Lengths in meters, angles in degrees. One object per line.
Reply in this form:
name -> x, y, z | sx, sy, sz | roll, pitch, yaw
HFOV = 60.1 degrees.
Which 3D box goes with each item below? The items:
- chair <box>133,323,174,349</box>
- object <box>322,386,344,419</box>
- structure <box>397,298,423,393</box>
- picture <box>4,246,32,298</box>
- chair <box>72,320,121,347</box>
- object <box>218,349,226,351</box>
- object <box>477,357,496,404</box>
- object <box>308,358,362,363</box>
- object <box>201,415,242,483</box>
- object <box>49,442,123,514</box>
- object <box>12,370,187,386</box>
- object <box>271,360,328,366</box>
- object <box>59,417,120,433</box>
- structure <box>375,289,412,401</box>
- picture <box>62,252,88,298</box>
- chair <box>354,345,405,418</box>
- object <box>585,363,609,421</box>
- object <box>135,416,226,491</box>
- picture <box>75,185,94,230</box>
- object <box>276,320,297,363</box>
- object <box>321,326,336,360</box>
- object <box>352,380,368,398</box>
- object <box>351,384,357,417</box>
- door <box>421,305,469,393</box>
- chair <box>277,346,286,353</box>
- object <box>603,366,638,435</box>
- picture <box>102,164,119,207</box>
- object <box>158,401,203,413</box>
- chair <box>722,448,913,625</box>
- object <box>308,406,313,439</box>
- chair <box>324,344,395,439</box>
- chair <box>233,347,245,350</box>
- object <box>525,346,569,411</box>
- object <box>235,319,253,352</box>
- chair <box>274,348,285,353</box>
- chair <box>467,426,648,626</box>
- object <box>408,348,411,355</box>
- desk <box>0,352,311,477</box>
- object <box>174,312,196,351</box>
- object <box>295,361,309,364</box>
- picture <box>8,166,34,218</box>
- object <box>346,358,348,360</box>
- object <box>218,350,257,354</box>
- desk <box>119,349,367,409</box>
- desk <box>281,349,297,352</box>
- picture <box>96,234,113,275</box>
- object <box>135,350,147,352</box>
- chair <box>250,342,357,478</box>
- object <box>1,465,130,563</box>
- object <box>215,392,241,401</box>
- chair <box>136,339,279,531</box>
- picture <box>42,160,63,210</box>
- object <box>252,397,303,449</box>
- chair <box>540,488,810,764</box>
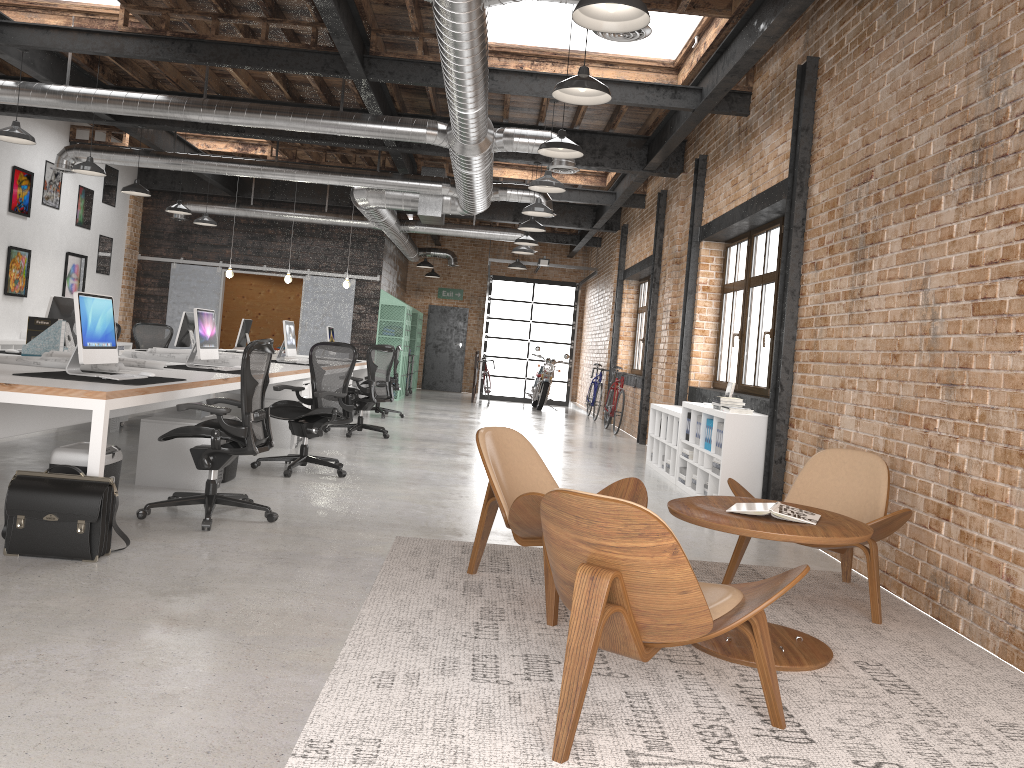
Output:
chair -> -5.308, -0.360, 13.221 | 0.794, 1.086, 0.769 | 5, 0, 37
object -> -2.453, 0.261, 11.753 | 0.541, 0.455, 0.221 | 5, 0, -2
structure -> -2.421, -0.892, 20.527 | 0.556, 2.101, 1.118 | 5, 0, -2
picture -> -7.064, -1.598, 12.658 | 0.044, 0.697, 0.560 | 5, 0, -2
chair -> -4.965, -0.226, 10.445 | 0.769, 1.086, 0.794 | 5, 0, -33
object -> -4.129, -0.485, 12.615 | 0.106, 0.028, 0.059 | 5, 2, 0
object -> -0.564, -0.080, 19.895 | 0.410, 1.033, 1.734 | 5, 1, 5
object -> -2.627, -0.356, 13.185 | 0.687, 0.008, 0.849 | 5, 2, -3
object -> -2.162, 0.475, 6.562 | 0.250, 0.466, 0.338 | 5, 0, -2
object -> -2.184, 0.549, 4.537 | 0.250, 0.466, 0.338 | 5, 0, -2
object -> -2.403, -0.039, 5.243 | 0.687, 0.008, 0.849 | 5, 2, -2
object -> -2.549, -0.246, 10.420 | 0.687, 0.008, 0.849 | 5, 2, -2
object -> -4.178, 0.223, 8.753 | 0.543, 0.455, 0.221 | 5, 0, -2
structure -> -2.334, -0.769, 17.456 | 0.556, 2.101, 1.118 | 5, 0, -2
picture -> -7.111, -1.697, 14.397 | 0.054, 0.842, 0.677 | 5, 0, -2
chair -> -1.952, -0.065, 13.162 | 0.791, 1.086, 0.771 | 5, 0, -23
object -> 1.554, 0.132, 16.609 | 0.401, 1.040, 1.739 | 5, 1, -7
object -> -2.296, 0.484, 6.180 | 0.541, 0.455, 0.221 | 5, 0, -2
picture -> -7.029, -2.900, 14.571 | 0.018, 0.662, 0.533 | 5, 0, -2
object -> -2.639, -0.500, 10.408 | 0.189, 0.485, 0.484 | 5, 1, -2
object -> -2.717, -0.611, 13.175 | 0.189, 0.485, 0.484 | 5, 1, -2
object -> -2.513, 0.176, 13.894 | 0.541, 0.455, 0.221 | 5, 0, -2
object -> -2.330, 0.238, 12.484 | 0.250, 0.466, 0.338 | 5, 0, -2
door -> -1.655, -0.878, 21.960 | 0.998, 2.100, 0.218 | 5, -1, -2
chair -> -5.302, -0.463, 20.074 | 0.617, 0.778, 0.581 | 5, 0, -7
object -> 1.627, 0.235, 14.027 | 0.401, 1.040, 1.739 | 5, 1, -7
picture -> -7.009, -3.453, 15.456 | 0.018, 0.662, 0.533 | 5, 0, -2
object -> -4.250, 0.121, 11.317 | 0.543, 0.455, 0.221 | 5, 0, -2
chair -> 1.647, 0.738, 4.589 | 0.866, 0.752, 0.858 | 5, 1, -20
object -> -2.251, 0.350, 9.695 | 0.250, 0.466, 0.338 | 5, 0, -2
chair -> -1.753, 0.056, 10.383 | 0.793, 1.086, 0.770 | 5, 0, 7
chair -> -5.494, -0.405, 18.090 | 0.617, 0.778, 0.581 | 5, 0, -7
object -> 0.704, -0.116, 19.035 | 0.812, 1.360, 2.179 | 5, 1, -14
object -> -3.889, -0.703, 12.927 | 0.189, 0.485, 0.484 | 5, 1, -2
chair -> -4.790, -0.344, 18.109 | 0.617, 0.778, 0.581 | 5, 0, -7
chair -> 0.276, 0.631, 4.233 | 0.855, 0.752, 0.869 | 5, 1, -25
object -> -2.321, -0.734, 18.946 | 0.309, 0.262, 0.460 | 5, 1, -1
desk -> -3.223, 0.220, 6.810 | 2.311, 0.770, 5.113 | 5, 2, -2
object -> -3.819, -0.605, 10.460 | 0.189, 0.485, 0.484 | 5, 1, -2
object -> -2.437, -0.248, 10.386 | 0.118, 0.017, 0.439 | 5, 2, -2
picture -> -6.969, -2.726, 12.577 | 0.042, 0.653, 0.524 | 5, 0, -2
object -> -2.517, -0.377, 13.480 | 0.106, 0.028, 0.059 | 5, 2, -3
object -> -4.026, -0.469, 12.926 | 0.687, 0.008, 0.849 | 5, 2, -3
desk -> -3.367, 0.016, 11.927 | 2.311, 0.770, 5.113 | 5, 2, -2
desk -> -4.866, -0.364, 19.074 | 1.999, 0.732, 0.998 | 5, 1, -1
picture -> -7.115, -2.248, 15.465 | 0.018, 0.662, 0.533 | 5, 0, -2
object -> -3.956, -0.370, 10.457 | 0.687, 0.008, 0.849 | 5, 2, -3
chair -> -1.651, 0.181, 7.307 | 0.771, 1.086, 0.791 | 5, 0, 22
object -> -2.108, 0.592, 4.175 | 0.548, 0.430, 0.268 | 5, 0, -3
object -> -4.320, 0.021, 13.800 | 0.543, 0.455, 0.221 | 5, 0, -2
chair -> -1.748, 0.249, 5.250 | 0.791, 1.086, 0.771 | 5, 0, -18
picture -> -6.983, -3.019, 13.463 | 0.018, 0.662, 0.533 | 5, 0, -2
object -> -2.368, 0.381, 8.744 | 0.541, 0.455, 0.221 | 5, 0, -2
chair -> 0.410, 0.691, 2.949 | 0.866, 0.752, 0.858 | 5, 1, -25
